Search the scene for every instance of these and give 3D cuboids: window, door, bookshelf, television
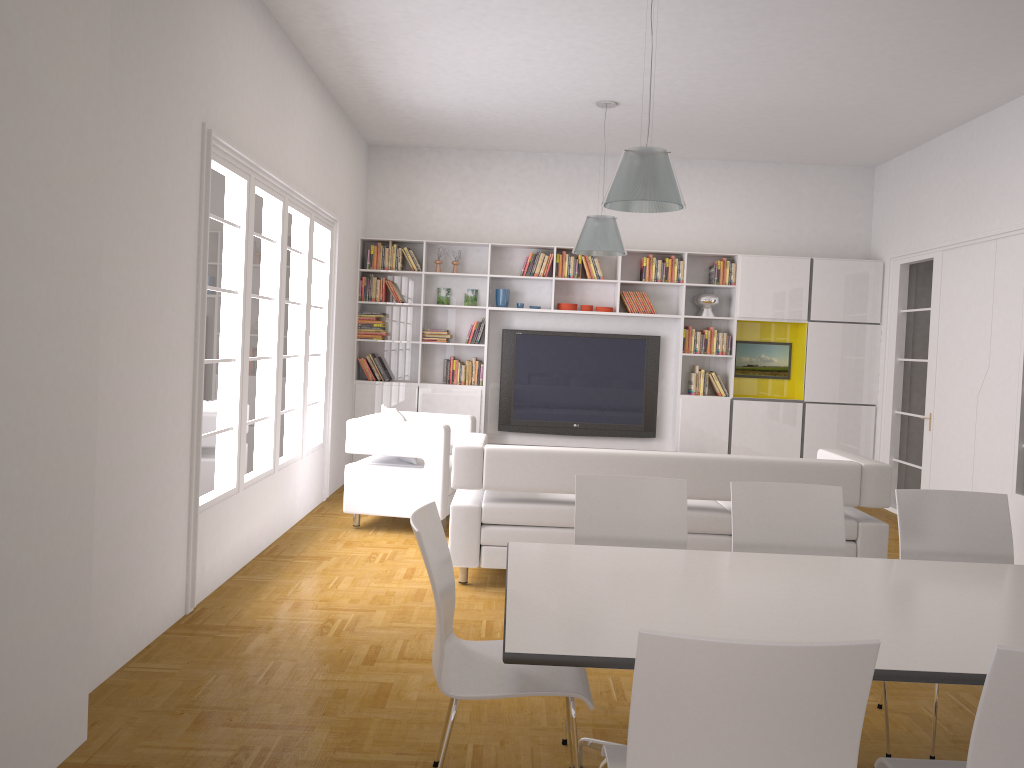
[{"bbox_3d":[-1.683,-0.152,6.219,0.195,2.526,3.352,3,2,0],"label":"window"},{"bbox_3d":[3.757,0.028,8.334,0.139,2.453,1.009,3,2,0],"label":"door"},{"bbox_3d":[1.067,-0.148,9.259,5.365,2.478,0.390,3,2,0],"label":"bookshelf"},{"bbox_3d":[0.703,0.002,9.330,1.660,1.087,0.082,3,1,0],"label":"television"}]

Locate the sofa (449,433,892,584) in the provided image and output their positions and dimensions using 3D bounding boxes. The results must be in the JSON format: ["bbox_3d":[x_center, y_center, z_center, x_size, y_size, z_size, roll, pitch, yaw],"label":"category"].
[{"bbox_3d":[0.940,0.821,5.685,2.622,0.848,0.823,3,2,0],"label":"sofa"}]

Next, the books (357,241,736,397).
[{"bbox_3d":[0.346,-0.678,9.214,3.862,1.455,0.235,3,2,0],"label":"books"}]

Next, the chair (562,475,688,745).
[{"bbox_3d":[0.486,0.873,3.548,0.561,0.930,0.576,3,2,0],"label":"chair"}]

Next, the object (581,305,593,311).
[{"bbox_3d":[0.778,-0.781,9.217,0.128,0.073,0.129,2,2,-3],"label":"object"}]

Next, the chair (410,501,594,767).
[{"bbox_3d":[-0.048,0.884,2.788,0.575,0.930,0.561,3,2,0],"label":"chair"}]

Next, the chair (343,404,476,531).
[{"bbox_3d":[-0.789,0.628,7.194,0.801,0.911,1.097,3,2,10],"label":"chair"}]

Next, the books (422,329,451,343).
[{"bbox_3d":[-0.781,-0.491,9.237,0.284,0.153,0.207,3,2,0],"label":"books"}]

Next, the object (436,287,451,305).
[{"bbox_3d":[-0.720,-0.919,9.327,0.144,0.190,0.052,3,2,0],"label":"object"}]

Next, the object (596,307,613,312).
[{"bbox_3d":[0.958,-0.769,9.197,0.182,0.054,0.183,2,3,-3],"label":"object"}]

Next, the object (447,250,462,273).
[{"bbox_3d":[-0.623,-1.273,9.251,0.179,0.260,0.119,3,2,21],"label":"object"}]

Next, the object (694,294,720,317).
[{"bbox_3d":[2.023,-0.810,9.207,0.256,0.239,0.257,3,2,8],"label":"object"}]

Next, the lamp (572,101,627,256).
[{"bbox_3d":[0.759,-1.714,7.396,0.464,1.249,0.465,3,2,0],"label":"lamp"}]

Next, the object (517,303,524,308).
[{"bbox_3d":[0.086,-0.809,9.207,0.078,0.056,0.078,4,3,25],"label":"object"}]

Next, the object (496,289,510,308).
[{"bbox_3d":[-0.101,-0.885,9.206,0.147,0.192,0.147,2,2,-11],"label":"object"}]

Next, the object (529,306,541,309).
[{"bbox_3d":[0.241,-0.790,9.207,0.124,0.032,0.124,2,3,-14],"label":"object"}]

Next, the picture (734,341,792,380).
[{"bbox_3d":[2.640,-0.252,9.353,0.609,0.388,0.007,3,1,0],"label":"picture"}]

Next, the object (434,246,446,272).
[{"bbox_3d":[-0.742,-1.287,9.234,0.120,0.279,0.179,3,2,6],"label":"object"}]

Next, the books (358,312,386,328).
[{"bbox_3d":[-1.459,-0.670,9.235,0.252,0.153,0.207,3,2,0],"label":"books"}]

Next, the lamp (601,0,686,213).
[{"bbox_3d":[0.749,-1.596,4.854,0.464,1.249,0.465,3,2,0],"label":"lamp"}]

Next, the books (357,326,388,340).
[{"bbox_3d":[-1.450,-0.521,9.239,0.284,0.153,0.207,3,2,0],"label":"books"}]

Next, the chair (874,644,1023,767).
[{"bbox_3d":[1.167,0.976,1.989,0.561,0.930,0.576,3,2,0],"label":"chair"}]

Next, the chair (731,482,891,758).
[{"bbox_3d":[1.146,0.902,3.546,0.561,0.930,0.576,3,2,0],"label":"chair"}]

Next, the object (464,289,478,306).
[{"bbox_3d":[-0.431,-0.906,9.326,0.144,0.190,0.052,3,2,0],"label":"object"}]

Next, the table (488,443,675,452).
[{"bbox_3d":[0.678,0.876,8.892,1.973,0.434,0.438,3,2,0],"label":"table"}]

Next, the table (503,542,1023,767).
[{"bbox_3d":[1.168,1.040,2.769,2.411,0.722,1.211,3,2,0],"label":"table"}]

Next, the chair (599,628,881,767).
[{"bbox_3d":[0.466,0.944,1.991,0.561,0.930,0.576,3,2,0],"label":"chair"}]

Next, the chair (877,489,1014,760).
[{"bbox_3d":[1.846,0.933,3.544,0.561,0.930,0.576,3,2,0],"label":"chair"}]

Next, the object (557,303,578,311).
[{"bbox_3d":[0.575,-0.797,9.217,0.210,0.073,0.211,1,3,-25],"label":"object"}]
